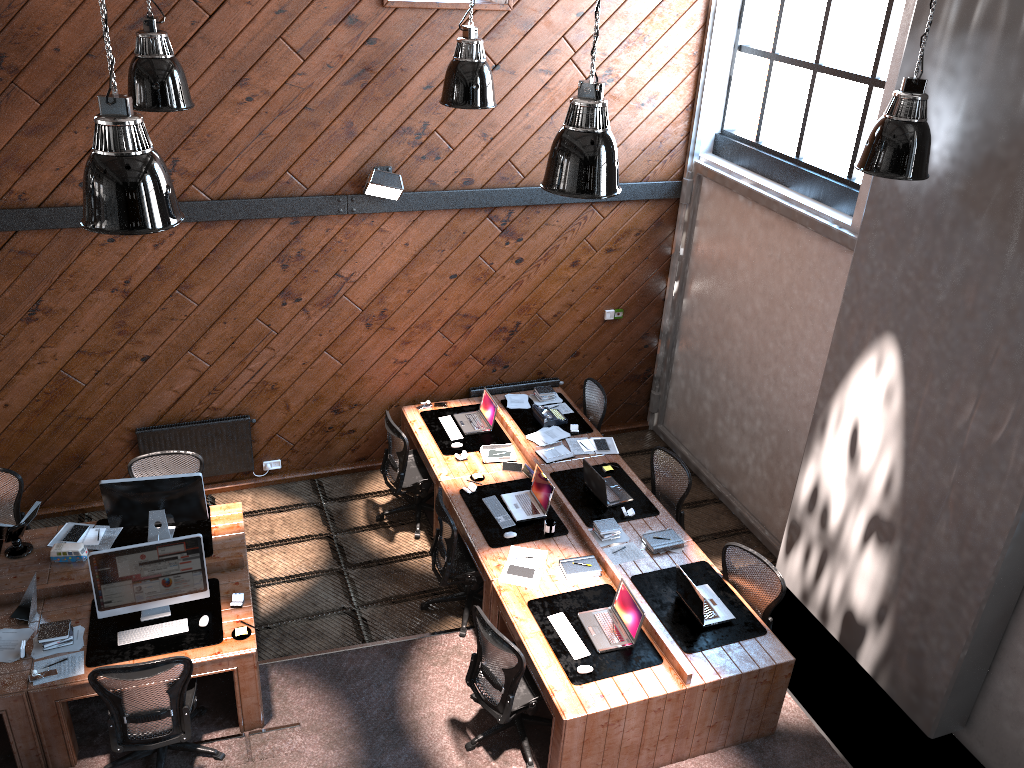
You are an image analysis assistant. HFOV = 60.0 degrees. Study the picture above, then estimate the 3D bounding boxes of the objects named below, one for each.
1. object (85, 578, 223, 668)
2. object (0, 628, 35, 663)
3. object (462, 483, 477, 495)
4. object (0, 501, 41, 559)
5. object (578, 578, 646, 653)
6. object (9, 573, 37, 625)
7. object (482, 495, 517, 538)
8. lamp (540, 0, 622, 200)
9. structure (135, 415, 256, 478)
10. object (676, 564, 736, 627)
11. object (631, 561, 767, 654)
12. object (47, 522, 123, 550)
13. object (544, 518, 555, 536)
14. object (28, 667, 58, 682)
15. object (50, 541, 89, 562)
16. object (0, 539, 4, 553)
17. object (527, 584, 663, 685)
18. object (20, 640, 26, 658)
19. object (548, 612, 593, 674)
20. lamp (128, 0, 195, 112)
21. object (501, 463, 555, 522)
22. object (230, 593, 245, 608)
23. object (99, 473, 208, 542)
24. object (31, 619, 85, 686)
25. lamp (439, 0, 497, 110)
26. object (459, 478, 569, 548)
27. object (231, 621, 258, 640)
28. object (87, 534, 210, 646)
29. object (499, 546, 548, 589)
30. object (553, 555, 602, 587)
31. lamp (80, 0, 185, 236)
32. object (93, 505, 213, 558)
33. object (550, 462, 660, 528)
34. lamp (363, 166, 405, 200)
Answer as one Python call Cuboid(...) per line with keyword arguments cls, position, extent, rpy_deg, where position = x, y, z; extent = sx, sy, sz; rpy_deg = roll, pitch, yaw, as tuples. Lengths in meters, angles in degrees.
Cuboid(cls="object", position=(-2.433, 1.614, 6.067), extent=(0.848, 0.008, 0.687), rpy_deg=(-6, 29, -18))
Cuboid(cls="object", position=(-3.295, 1.705, 5.790), extent=(0.246, 0.002, 0.315), rpy_deg=(1, 28, -6))
Cuboid(cls="object", position=(-0.365, 0.898, 7.616), extent=(0.106, 0.063, 0.082), rpy_deg=(-17, 34, -35))
Cuboid(cls="object", position=(-3.669, 1.074, 6.528), extent=(0.304, 0.380, 0.417), rpy_deg=(26, 35, 35))
Cuboid(cls="object", position=(0.685, 1.604, 6.171), extent=(0.323, 0.283, 0.390), rpy_deg=(-6, 29, -17))
Cuboid(cls="object", position=(-3.277, 1.445, 5.944), extent=(0.178, 0.320, 0.165), rpy_deg=(-2, 28, -12))
Cuboid(cls="object", position=(-0.089, 1.091, 7.323), extent=(0.139, 0.040, 0.577), rpy_deg=(-7, 30, -20))
Cuboid(cls="lamp", position=(0.450, -2.133, 4.356), extent=(0.445, 2.372, 0.445), rpy_deg=(16, 30, 22))
Cuboid(cls="structure", position=(-2.953, 0.636, 8.392), extent=(1.064, 0.628, 0.073), rpy_deg=(-7, 29, -20))
Cuboid(cls="object", position=(1.398, 1.498, 6.404), extent=(0.320, 0.288, 0.380), rpy_deg=(-7, 29, -20))
Cuboid(cls="object", position=(1.360, 1.621, 6.533), extent=(0.687, 0.008, 0.848), rpy_deg=(-7, 30, -20))
Cuboid(cls="object", position=(-3.260, 1.161, 6.797), extent=(0.467, 0.017, 0.304), rpy_deg=(4, 28, 1))
Cuboid(cls="object", position=(0.302, 1.154, 7.162), extent=(0.078, 0.138, 0.099), rpy_deg=(-1, 28, -9))
Cuboid(cls="object", position=(-2.947, 1.811, 5.566), extent=(0.159, 0.064, 0.054), rpy_deg=(-14, 32, -30))
Cuboid(cls="object", position=(-3.276, 1.247, 6.568), extent=(0.253, 0.146, 0.128), rpy_deg=(0, 28, -7))
Cuboid(cls="object", position=(-4.149, 1.364, 6.326), extent=(0.848, 0.008, 0.687), rpy_deg=(-6, 29, -18))
Cuboid(cls="object", position=(0.567, 1.733, 6.220), extent=(0.687, 0.008, 0.848), rpy_deg=(-7, 30, -20))
Cuboid(cls="object", position=(-3.142, 1.709, 5.698), extent=(0.034, 0.102, 0.076), rpy_deg=(-6, 29, -19))
Cuboid(cls="object", position=(0.414, 1.771, 6.090), extent=(0.139, 0.040, 0.577), rpy_deg=(-7, 29, -19))
Cuboid(cls="lamp", position=(-2.351, -2.965, 5.562), extent=(0.445, 2.372, 0.445), rpy_deg=(-1, 28, -9))
Cuboid(cls="object", position=(0.125, 0.901, 7.380), extent=(0.320, 0.288, 0.380), rpy_deg=(-7, 29, -20))
Cuboid(cls="object", position=(-1.935, 1.524, 6.241), extent=(0.082, 0.063, 0.106), rpy_deg=(1, 28, -4))
Cuboid(cls="object", position=(-2.693, 0.922, 6.769), extent=(0.811, 0.578, 0.663), rpy_deg=(21, 32, 29))
Cuboid(cls="object", position=(-2.942, 1.707, 5.726), extent=(0.319, 0.098, 0.478), rpy_deg=(-8, 30, -21))
Cuboid(cls="lamp", position=(-0.272, -3.228, 6.352), extent=(0.445, 2.372, 0.445), rpy_deg=(-8, 30, -22))
Cuboid(cls="object", position=(0.004, 1.063, 7.425), extent=(0.687, 0.008, 0.848), rpy_deg=(-7, 30, -20))
Cuboid(cls="object", position=(-1.828, 1.673, 6.010), extent=(0.158, 0.026, 0.154), rpy_deg=(16, 30, 22))
Cuboid(cls="object", position=(-2.455, 1.320, 6.035), extent=(0.714, 0.573, 0.610), rpy_deg=(-7, 30, -20))
Cuboid(cls="object", position=(0.095, 1.389, 6.798), extent=(0.304, 0.017, 0.467), rpy_deg=(9, 28, 10))
Cuboid(cls="object", position=(0.500, 1.413, 6.757), extent=(0.363, 0.065, 0.325), rpy_deg=(0, 28, -6))
Cuboid(cls="lamp", position=(-1.693, -1.810, 3.580), extent=(0.445, 2.372, 0.445), rpy_deg=(4, 28, 0))
Cuboid(cls="object", position=(-2.763, 1.186, 6.841), extent=(0.848, 0.008, 0.687), rpy_deg=(-6, 29, -18))
Cuboid(cls="object", position=(0.797, 0.952, 7.737), extent=(0.687, 0.008, 0.848), rpy_deg=(-7, 30, -20))
Cuboid(cls="lamp", position=(-1.133, -1.738, 7.756), extent=(0.328, 0.287, 0.283), rpy_deg=(-7, 30, -20))
